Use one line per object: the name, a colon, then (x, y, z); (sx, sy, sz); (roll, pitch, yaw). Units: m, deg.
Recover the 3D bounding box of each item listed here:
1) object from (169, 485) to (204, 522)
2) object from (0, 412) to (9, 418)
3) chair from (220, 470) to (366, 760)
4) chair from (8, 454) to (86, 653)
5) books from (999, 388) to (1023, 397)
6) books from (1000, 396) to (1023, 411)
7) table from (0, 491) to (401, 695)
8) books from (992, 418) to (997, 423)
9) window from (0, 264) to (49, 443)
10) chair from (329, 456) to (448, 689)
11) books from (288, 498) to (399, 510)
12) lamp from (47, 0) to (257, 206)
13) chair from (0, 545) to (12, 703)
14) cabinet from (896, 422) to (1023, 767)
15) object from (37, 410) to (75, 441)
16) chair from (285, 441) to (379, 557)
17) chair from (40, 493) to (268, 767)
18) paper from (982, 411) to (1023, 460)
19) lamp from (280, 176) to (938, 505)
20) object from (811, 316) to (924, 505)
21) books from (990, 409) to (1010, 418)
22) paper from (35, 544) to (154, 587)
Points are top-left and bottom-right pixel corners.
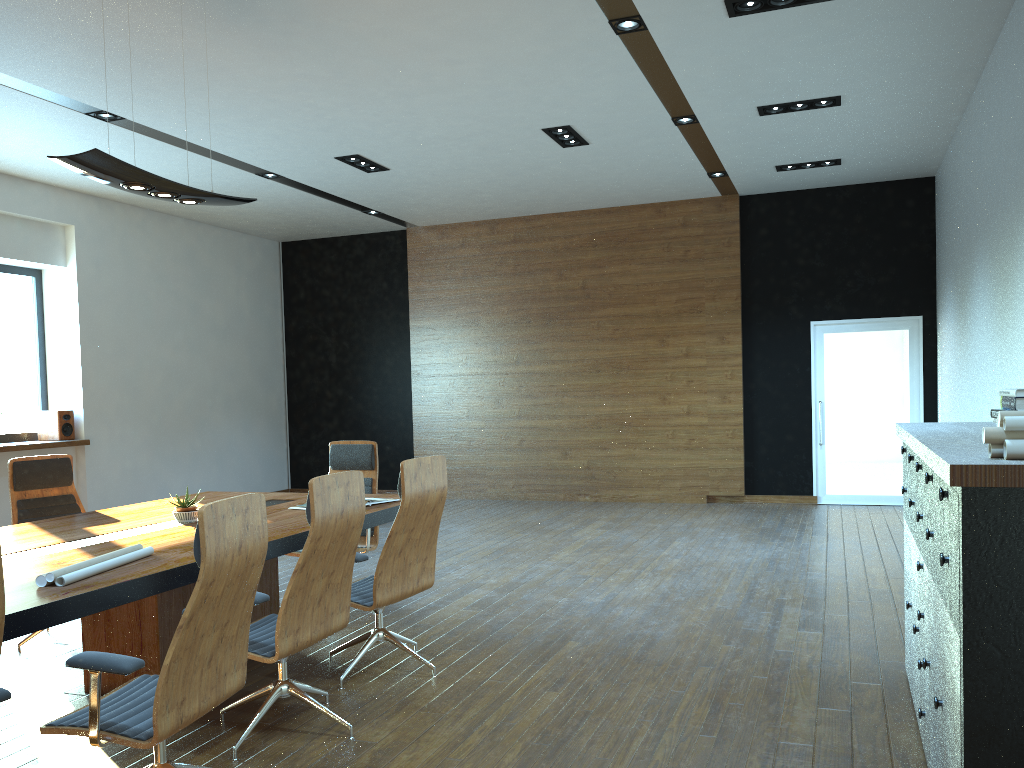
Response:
object: (-1.761, 0.647, 4.778); (0.177, 0.188, 0.153); (-2, 1, -5)
object: (-5.169, 0.294, 8.464); (0.473, 0.622, 0.515); (-1, 1, 36)
chair: (-1.008, 0.947, 3.847); (0.696, 1.129, 0.705); (-1, 2, 21)
chair: (-2.706, 1.008, 5.438); (0.696, 1.129, 0.705); (-1, 2, 35)
books: (2.373, 0.036, 3.958); (0.292, 0.032, 0.361); (-2, 0, 19)
books: (2.374, 0.083, 3.959); (0.288, 0.063, 0.368); (-2, 0, 20)
table: (-2.275, 1.139, 3.384); (1.785, 0.798, 5.535); (-2, 0, 20)
books: (2.361, 0.166, 3.957); (0.323, 0.021, 0.442); (-2, 0, 20)
window: (-5.733, -0.314, 8.100); (0.053, 1.864, 3.459); (-1, 0, 20)
chair: (-0.709, 0.945, 4.662); (0.696, 1.129, 0.705); (-1, 2, 27)
books: (-0.990, 0.699, 5.264); (0.389, 0.033, 0.544); (-2, -1, 32)
lamp: (-1.843, -1.587, 4.627); (0.340, 1.201, 1.195); (-1, 1, 20)
chair: (-1.640, 0.951, 2.181); (0.696, 1.129, 0.705); (-1, 2, 21)
cabinet: (1.869, 0.802, 3.180); (0.767, 1.234, 2.345); (-1, 0, 20)
object: (-4.882, 0.444, 9.487); (0.314, 0.322, 0.211); (-1, 1, 20)
chair: (-1.245, 0.971, 6.073); (0.706, 1.129, 0.695); (-1, 2, 23)
chair: (-1.204, 0.945, 2.999); (0.696, 1.129, 0.705); (-1, 1, 12)
paper: (1.543, 0.124, 2.223); (0.645, 0.125, 0.144); (-2, 1, 20)
lamp: (-0.491, -0.332, 9.255); (9.394, 3.713, 16.663); (-2, 0, 20)
object: (4.136, 0.328, 10.337); (1.198, 2.163, 0.200); (-1, 2, 20)
books: (2.343, 0.135, 3.965); (0.273, 0.041, 0.403); (-2, 0, 15)
paper: (-2.360, 0.699, 2.960); (2.239, 0.083, 0.628); (-1, 0, -29)
